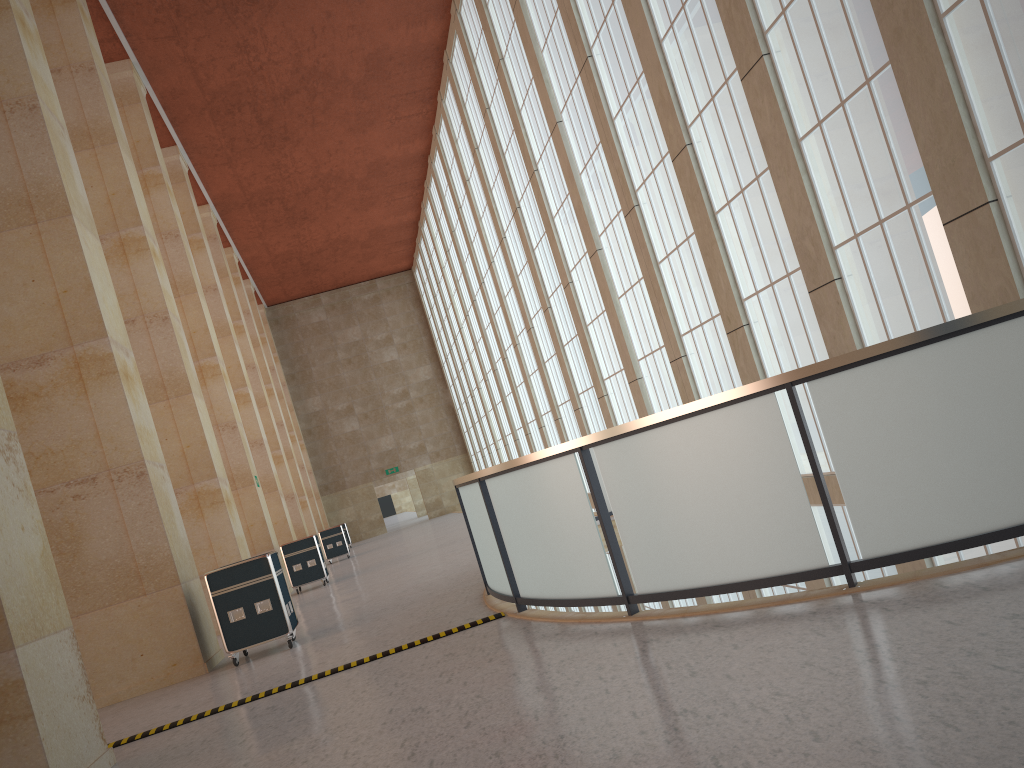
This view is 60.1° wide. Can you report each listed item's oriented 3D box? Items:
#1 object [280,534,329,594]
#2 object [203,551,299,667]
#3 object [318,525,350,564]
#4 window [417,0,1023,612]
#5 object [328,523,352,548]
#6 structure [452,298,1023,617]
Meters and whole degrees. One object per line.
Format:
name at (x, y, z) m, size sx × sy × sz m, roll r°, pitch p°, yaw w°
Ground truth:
object at (-6.177, 5.395, 26.533) m, size 1.052 × 1.538 × 1.280 m, roll -17°, pitch -3°, yaw -10°
object at (-4.164, 3.602, 14.315) m, size 1.052 × 1.538 × 1.280 m, roll -17°, pitch -3°, yaw -10°
object at (-7.969, 7.230, 39.884) m, size 1.052 × 1.538 × 1.280 m, roll -17°, pitch -3°, yaw -10°
window at (-5.073, 7.462, 77.067) m, size 0.010 × 28.572 × 165.973 m, roll -17°, pitch -5°, yaw -11°
object at (-10.215, 9.157, 52.744) m, size 1.052 × 1.538 × 1.280 m, roll -17°, pitch -3°, yaw -10°
structure at (2.000, 1.366, 11.834) m, size 5.213 × 1.791 × 13.199 m, roll -15°, pitch -6°, yaw -21°
